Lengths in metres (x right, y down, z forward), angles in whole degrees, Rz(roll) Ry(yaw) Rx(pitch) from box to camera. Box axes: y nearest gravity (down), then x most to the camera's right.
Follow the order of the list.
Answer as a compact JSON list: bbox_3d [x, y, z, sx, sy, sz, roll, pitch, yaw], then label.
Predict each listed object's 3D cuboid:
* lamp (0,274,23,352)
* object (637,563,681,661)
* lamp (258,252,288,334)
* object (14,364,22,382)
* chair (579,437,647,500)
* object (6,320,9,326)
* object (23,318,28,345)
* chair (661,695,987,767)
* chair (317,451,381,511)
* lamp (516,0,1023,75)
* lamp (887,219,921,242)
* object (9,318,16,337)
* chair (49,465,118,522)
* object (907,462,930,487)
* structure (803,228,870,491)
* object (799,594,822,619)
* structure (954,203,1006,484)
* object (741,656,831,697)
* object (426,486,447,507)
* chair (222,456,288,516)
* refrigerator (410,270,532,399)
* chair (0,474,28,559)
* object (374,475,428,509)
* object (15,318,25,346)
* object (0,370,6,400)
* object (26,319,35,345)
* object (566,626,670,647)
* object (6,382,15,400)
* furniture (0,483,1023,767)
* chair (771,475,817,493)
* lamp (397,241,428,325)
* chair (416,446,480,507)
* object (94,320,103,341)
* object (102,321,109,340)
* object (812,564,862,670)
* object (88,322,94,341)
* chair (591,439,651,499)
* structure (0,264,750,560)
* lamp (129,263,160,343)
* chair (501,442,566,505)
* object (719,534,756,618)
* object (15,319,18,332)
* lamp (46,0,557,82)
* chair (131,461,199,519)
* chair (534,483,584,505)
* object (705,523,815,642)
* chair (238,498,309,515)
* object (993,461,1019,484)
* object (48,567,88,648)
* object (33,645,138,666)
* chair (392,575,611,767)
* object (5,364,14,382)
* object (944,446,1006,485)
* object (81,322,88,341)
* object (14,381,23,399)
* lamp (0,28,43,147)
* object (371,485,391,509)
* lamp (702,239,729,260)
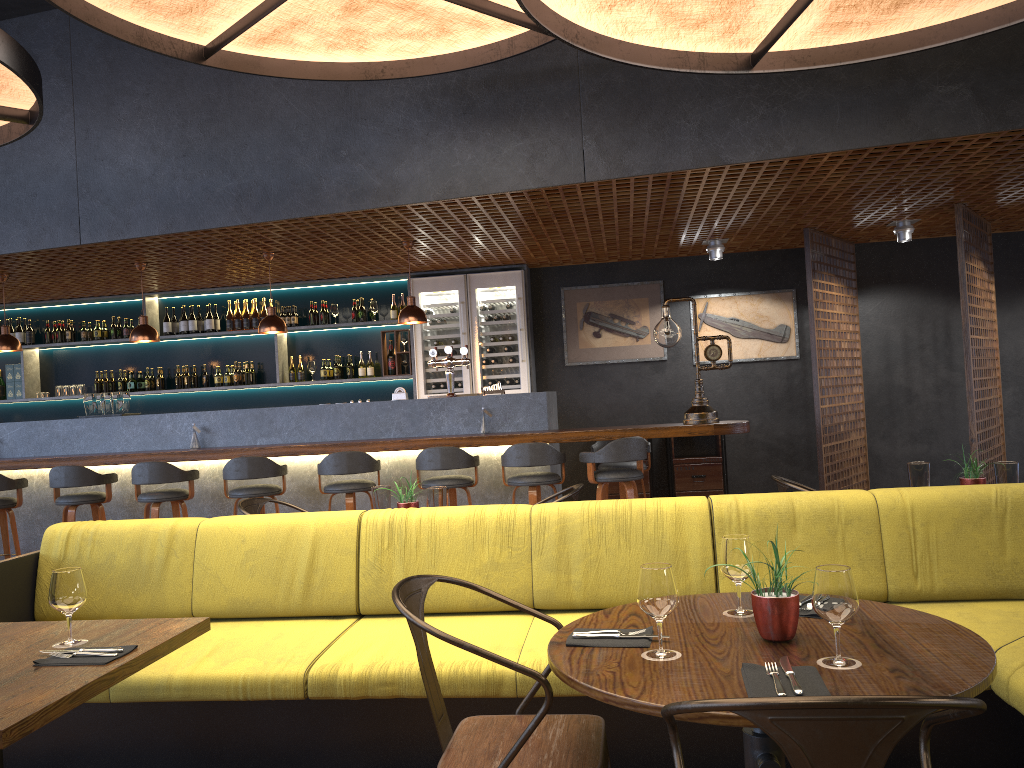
[{"bbox_3d":[-4.465,-0.625,7.807,0.250,0.673,0.250,-4,-1,40],"label":"lamp"},{"bbox_3d":[0.338,0.522,2.045,0.097,0.206,0.097,-4,-1,32],"label":"object"},{"bbox_3d":[-2.038,-0.768,7.492,0.250,0.673,0.250,-4,-1,40],"label":"lamp"},{"bbox_3d":[-5.399,-0.123,9.741,0.098,0.192,0.080,-3,-1,7],"label":"object"},{"bbox_3d":[0.746,0.902,6.349,0.483,1.048,0.438,-3,-1,-1],"label":"chair"},{"bbox_3d":[-5.580,-0.558,9.828,0.086,0.310,0.085,-4,-1,35],"label":"object"},{"bbox_3d":[-5.378,-0.570,9.807,0.085,0.310,0.086,-3,-1,-42],"label":"object"},{"bbox_3d":[0.531,0.908,1.527,0.504,0.917,0.541,-3,-1,8],"label":"chair"},{"bbox_3d":[-1.215,1.018,6.654,0.483,1.048,0.438,-4,-1,22],"label":"chair"},{"bbox_3d":[1.315,-2.397,3.311,2.778,1.475,2.778,-3,-1,11],"label":"lamp"},{"bbox_3d":[3.433,-1.336,7.768,0.228,0.172,0.228,-3,-1,7],"label":"lamp"},{"bbox_3d":[-5.492,-0.564,9.728,0.086,0.310,0.085,-4,-1,26],"label":"object"},{"bbox_3d":[-3.320,1.142,6.921,0.483,1.048,0.438,-3,-1,-21],"label":"chair"},{"bbox_3d":[1.988,0.473,4.329,0.102,0.178,0.102,-3,-1,-7],"label":"object"},{"bbox_3d":[3.043,-0.027,8.240,0.050,2.700,1.319,-4,-1,37],"label":"structure"},{"bbox_3d":[0.785,0.596,2.380,0.157,0.019,0.255,-4,-1,40],"label":"object"},{"bbox_3d":[3.998,-0.092,7.509,0.050,2.700,1.319,-4,-1,37],"label":"structure"},{"bbox_3d":[0.556,0.601,1.824,0.157,0.019,0.255,-3,-1,10],"label":"object"},{"bbox_3d":[-0.375,0.610,4.464,0.102,0.178,0.102,-3,-1,-7],"label":"object"},{"bbox_3d":[-1.918,1.059,6.724,0.483,1.048,0.438,-3,-1,-32],"label":"chair"},{"bbox_3d":[-0.377,-0.052,9.068,1.159,2.109,0.454,-3,-1,7],"label":"refrigerator"},{"bbox_3d":[-4.047,1.183,6.899,0.483,1.048,0.438,-4,-1,27],"label":"chair"},{"bbox_3d":[-0.537,0.573,4.529,0.260,0.271,0.238,-4,-1,29],"label":"object"},{"bbox_3d":[-5.390,-0.570,9.712,0.086,0.310,0.085,-4,-1,41],"label":"object"},{"bbox_3d":[-5.696,0.014,9.874,0.094,0.340,0.094,-4,-1,30],"label":"object"},{"bbox_3d":[-5.273,-0.559,9.702,0.083,0.301,0.083,-3,-1,15],"label":"object"},{"bbox_3d":[0.265,0.623,2.199,0.255,0.019,0.157,-3,-1,14],"label":"object"},{"bbox_3d":[-5.488,0.075,9.752,0.098,0.192,0.080,-3,-1,7],"label":"object"},{"bbox_3d":[1.429,0.862,1.634,7.462,0.914,4.895,-3,-1,2],"label":"furniture"},{"bbox_3d":[1.554,0.890,4.260,0.541,0.917,0.504,-3,-1,8],"label":"chair"},{"bbox_3d":[-0.841,-0.838,7.337,0.250,0.673,0.250,-4,-1,40],"label":"lamp"},{"bbox_3d":[-0.446,0.973,6.560,0.483,1.048,0.438,-3,-1,-21],"label":"chair"},{"bbox_3d":[-4.486,-0.579,9.613,0.088,0.224,0.088,-3,-1,2],"label":"object"},{"bbox_3d":[-4.464,-0.578,9.717,0.088,0.224,0.088,-3,-1,2],"label":"object"},{"bbox_3d":[0.700,0.500,1.915,0.097,0.206,0.097,-2,-1,-44],"label":"object"},{"bbox_3d":[-4.611,-0.567,9.694,0.068,0.217,0.068,-4,-1,27],"label":"object"},{"bbox_3d":[0.872,0.905,7.025,0.483,1.048,0.438,-3,-1,-21],"label":"chair"},{"bbox_3d":[-2.732,0.302,8.218,9.298,2.700,2.700,-3,-1,7],"label":"structure"},{"bbox_3d":[-3.180,-0.701,7.640,0.250,0.673,0.250,-4,-1,40],"label":"lamp"},{"bbox_3d":[0.161,0.936,6.414,0.483,1.048,0.438,-4,-1,36],"label":"chair"},{"bbox_3d":[0.606,0.512,2.378,0.097,0.206,0.097,-3,-1,-41],"label":"object"},{"bbox_3d":[-5.472,-0.564,9.821,0.086,0.310,0.085,-4,-1,35],"label":"object"},{"bbox_3d":[-0.821,-2.442,4.005,2.778,1.159,2.778,-3,-1,-32],"label":"lamp"},{"bbox_3d":[-2.650,1.102,6.779,0.483,1.048,0.438,-4,-1,36],"label":"chair"},{"bbox_3d":[0.117,0.975,4.462,0.541,0.917,0.504,-3,-1,8],"label":"chair"},{"bbox_3d":[0.622,0.472,2.132,0.260,0.271,0.238,-4,-1,29],"label":"object"},{"bbox_3d":[-1.115,1.048,4.622,0.541,0.917,0.504,-3,-1,8],"label":"chair"},{"bbox_3d":[2.298,0.452,4.118,0.102,0.178,0.102,-3,-1,-7],"label":"object"},{"bbox_3d":[-1.231,0.618,2.461,0.097,0.206,0.097,-3,-1,-1],"label":"object"},{"bbox_3d":[-1.130,0.704,2.313,0.255,0.019,0.157,-3,-1,8],"label":"object"},{"bbox_3d":[-0.001,0.949,2.230,0.541,0.917,0.504,-3,-1,8],"label":"chair"},{"bbox_3d":[-5.498,-0.117,9.756,0.098,0.192,0.080,-3,-1,7],"label":"object"},{"bbox_3d":[2.158,0.415,4.168,0.238,0.271,0.260,-3,-1,9],"label":"object"},{"bbox_3d":[-4.631,-0.567,9.603,0.068,0.217,0.068,-3,-1,-3],"label":"object"},{"bbox_3d":[-5.388,0.070,9.739,0.098,0.192,0.080,-3,-1,7],"label":"object"},{"bbox_3d":[-3.711,-2.101,3.985,2.778,1.475,2.778,-3,-1,-28],"label":"lamp"},{"bbox_3d":[-0.688,0.631,4.691,0.102,0.178,0.102,-4,-1,43],"label":"object"},{"bbox_3d":[1.887,-1.242,8.219,0.228,0.172,0.228,-3,-1,7],"label":"lamp"}]
